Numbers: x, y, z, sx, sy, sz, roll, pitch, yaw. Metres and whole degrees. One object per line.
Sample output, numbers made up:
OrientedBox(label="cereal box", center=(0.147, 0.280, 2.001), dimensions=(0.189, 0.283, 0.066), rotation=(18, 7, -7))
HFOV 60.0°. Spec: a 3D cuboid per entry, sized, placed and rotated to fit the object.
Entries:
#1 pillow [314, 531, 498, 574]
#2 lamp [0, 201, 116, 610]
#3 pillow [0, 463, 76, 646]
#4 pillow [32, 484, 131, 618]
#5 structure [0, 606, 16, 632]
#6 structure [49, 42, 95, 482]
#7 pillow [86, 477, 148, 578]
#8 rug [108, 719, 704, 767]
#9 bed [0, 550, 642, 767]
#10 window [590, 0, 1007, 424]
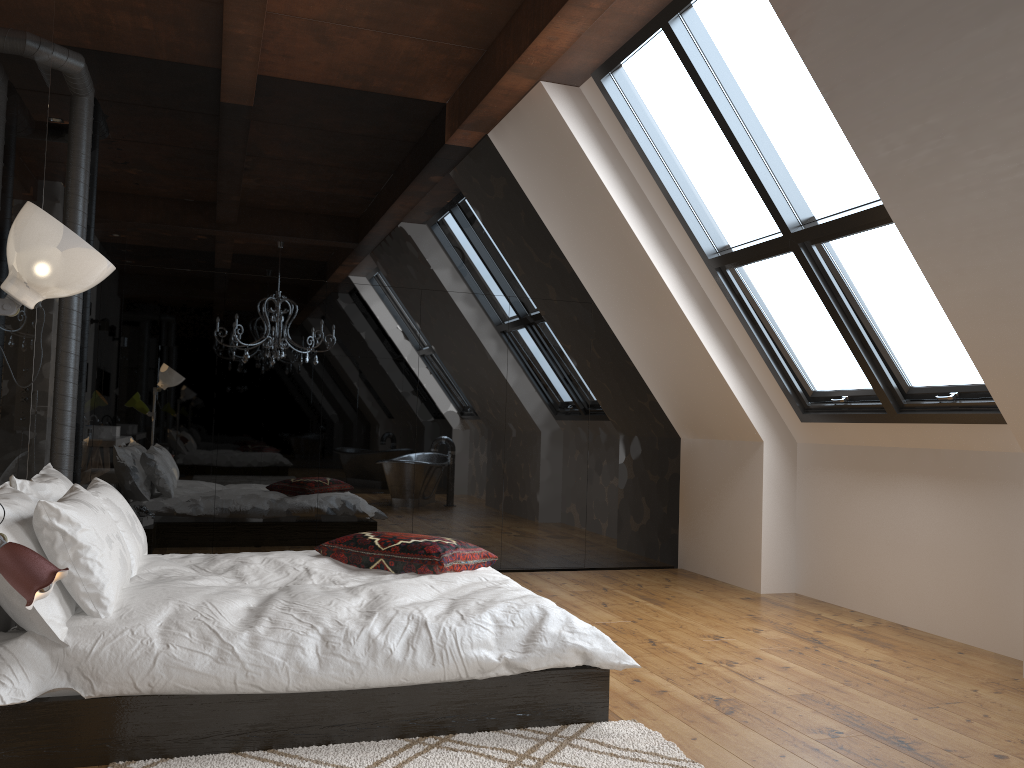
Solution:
OrientedBox(label="pillow", center=(-0.487, 0.780, 4.134), dimensions=(0.748, 0.157, 0.453), rotation=(0, -3, 31))
OrientedBox(label="lamp", center=(-1.334, 0.318, 2.222), dimensions=(0.561, 1.582, 0.270), rotation=(3, -3, -22))
OrientedBox(label="pillow", center=(-1.766, 0.582, 3.400), dimensions=(0.358, 0.517, 1.746), rotation=(3, -3, -20))
OrientedBox(label="pillow", center=(-1.476, 0.569, 3.069), dimensions=(0.276, 0.397, 0.744), rotation=(3, -3, -19))
OrientedBox(label="structure", center=(-2.009, 0.895, 3.336), dimensions=(0.206, 0.494, 2.820), rotation=(3, -3, -19))
OrientedBox(label="structure", center=(-3.095, -0.384, 4.952), dimensions=(1.189, 3.140, 0.829), rotation=(3, -3, -19))
OrientedBox(label="pillow", center=(-1.735, 0.620, 3.818), dimensions=(0.291, 0.385, 0.748), rotation=(3, -3, -19))
OrientedBox(label="rug", center=(0.131, 1.110, 1.426), dimensions=(1.726, 0.019, 3.139), rotation=(3, -3, -19))
OrientedBox(label="bed", center=(-0.927, 0.980, 3.836), dimensions=(2.169, 0.442, 2.300), rotation=(3, -3, -19))
OrientedBox(label="window", center=(1.521, -0.892, 4.766), dimensions=(1.702, 2.162, 1.713), rotation=(3, -3, -19))
